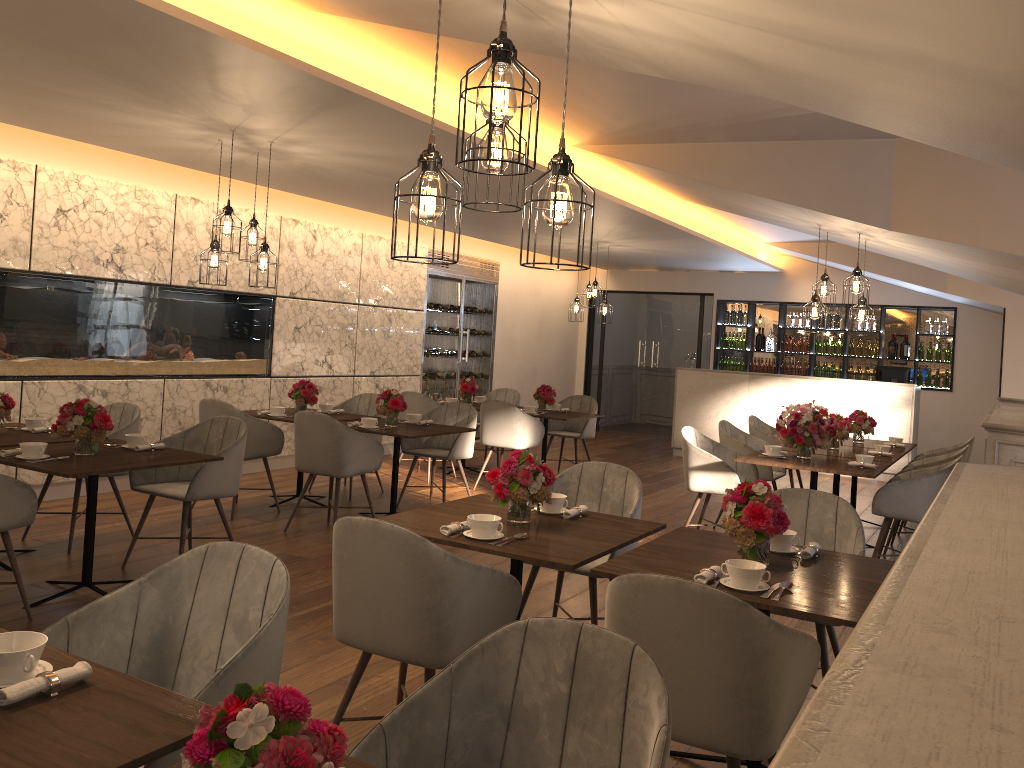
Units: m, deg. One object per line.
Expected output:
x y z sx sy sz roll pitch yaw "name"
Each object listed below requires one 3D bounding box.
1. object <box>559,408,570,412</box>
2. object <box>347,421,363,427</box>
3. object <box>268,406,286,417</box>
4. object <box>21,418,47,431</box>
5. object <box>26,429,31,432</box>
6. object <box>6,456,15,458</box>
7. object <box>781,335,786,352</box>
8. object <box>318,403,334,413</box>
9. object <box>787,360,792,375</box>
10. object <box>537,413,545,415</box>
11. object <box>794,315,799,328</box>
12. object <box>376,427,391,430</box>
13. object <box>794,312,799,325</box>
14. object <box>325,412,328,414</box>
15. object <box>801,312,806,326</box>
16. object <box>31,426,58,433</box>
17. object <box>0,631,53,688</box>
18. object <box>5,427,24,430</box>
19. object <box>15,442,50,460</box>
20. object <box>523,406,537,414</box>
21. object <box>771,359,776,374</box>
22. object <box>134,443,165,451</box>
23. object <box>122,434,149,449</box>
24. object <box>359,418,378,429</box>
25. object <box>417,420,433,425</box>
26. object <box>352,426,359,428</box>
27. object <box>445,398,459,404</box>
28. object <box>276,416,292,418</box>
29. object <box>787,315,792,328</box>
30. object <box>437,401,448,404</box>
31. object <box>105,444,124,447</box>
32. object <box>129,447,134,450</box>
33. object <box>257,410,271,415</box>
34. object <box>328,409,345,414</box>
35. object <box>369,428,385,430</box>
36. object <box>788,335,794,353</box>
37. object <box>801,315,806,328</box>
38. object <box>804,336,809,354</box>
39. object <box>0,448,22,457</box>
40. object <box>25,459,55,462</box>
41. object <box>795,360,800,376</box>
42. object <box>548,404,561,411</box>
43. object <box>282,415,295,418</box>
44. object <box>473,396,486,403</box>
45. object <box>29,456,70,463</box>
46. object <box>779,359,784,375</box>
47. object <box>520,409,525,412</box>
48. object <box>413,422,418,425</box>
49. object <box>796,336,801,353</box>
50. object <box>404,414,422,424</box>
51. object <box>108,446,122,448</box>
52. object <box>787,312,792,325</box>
0.545 0.270 9.199 0.056 0.039 0.175 5 3 29 "object"
-1.155 0.299 6.593 0.056 0.039 0.175 5 3 29 "object"
-1.853 0.219 6.991 0.148 0.072 0.148 3 2 -18 "object"
-2.854 0.244 5.302 0.148 0.072 0.148 4 2 7 "object"
-2.791 0.274 5.254 0.025 0.024 0.192 4 3 29 "object"
-2.391 0.344 4.347 0.025 0.024 0.192 4 3 29 "object"
4.035 -0.601 13.155 0.065 0.261 0.066 3 0 8 "object"
-1.583 0.207 7.538 0.148 0.072 0.148 3 2 -18 "object"
4.109 -0.230 13.098 0.065 0.261 0.066 3 0 8 "object"
0.284 0.293 8.669 0.043 0.015 0.197 5 3 26 "object"
4.194 -0.920 13.043 0.070 0.190 0.041 3 0 29 "object"
-0.949 0.328 6.497 0.043 0.015 0.197 5 3 26 "object"
4.196 -0.957 13.043 0.069 0.208 0.040 3 0 29 "object"
-1.521 0.238 7.491 0.025 0.024 0.192 4 3 29 "object"
4.284 -0.949 12.993 0.069 0.208 0.040 3 0 29 "object"
-2.756 0.269 5.245 0.056 0.039 0.175 5 3 29 "object"
-0.978 0.539 1.728 0.148 0.072 0.148 3 2 -3 "object"
-2.963 0.264 5.340 0.043 0.015 0.197 5 3 26 "object"
-2.325 0.327 4.300 0.148 0.072 0.148 4 2 7 "object"
0.178 0.255 8.708 0.148 0.072 0.148 3 2 -18 "object"
3.904 -0.248 13.215 0.065 0.261 0.066 3 0 8 "object"
-1.958 0.341 4.791 0.056 0.039 0.175 5 3 29 "object"
-2.056 0.315 4.847 0.148 0.072 0.148 4 2 7 "object"
-1.055 0.290 6.537 0.148 0.072 0.148 3 2 -18 "object"
-0.688 0.305 7.027 0.056 0.039 0.175 5 3 29 "object"
-1.121 0.308 6.584 0.025 0.024 0.192 4 3 29 "object"
-0.620 0.184 9.163 0.148 0.072 0.148 3 2 -18 "object"
-1.774 0.259 6.975 0.022 0.004 0.210 5 3 29 "object"
4.107 -0.928 13.093 0.070 0.190 0.041 3 0 29 "object"
-0.720 0.192 9.219 0.056 0.039 0.175 5 3 29 "object"
-2.166 0.335 4.886 0.043 0.015 0.197 5 3 26 "object"
-1.993 0.345 4.799 0.025 0.024 0.192 4 3 29 "object"
-1.953 0.227 7.047 0.056 0.039 0.175 5 3 29 "object"
-1.485 0.233 7.482 0.056 0.039 0.175 5 3 29 "object"
-0.977 0.331 6.521 0.022 0.004 0.210 5 3 29 "object"
4.131 -0.592 13.100 0.065 0.261 0.066 3 0 8 "object"
4.282 -0.913 12.993 0.070 0.190 0.041 3 0 29 "object"
4.323 -0.575 12.991 0.065 0.261 0.066 3 0 8 "object"
-2.425 0.335 4.356 0.056 0.039 0.175 5 3 29 "object"
-2.247 0.367 4.284 0.022 0.004 0.210 5 3 29 "object"
4.205 -0.221 13.043 0.065 0.261 0.066 3 0 8 "object"
0.447 0.244 9.255 0.148 0.072 0.148 2 3 -38 "object"
-1.747 0.256 6.952 0.043 0.015 0.197 5 3 26 "object"
-0.350 0.172 9.709 0.148 0.072 0.148 2 3 -38 "object"
-2.220 0.364 4.261 0.043 0.015 0.197 5 3 26 "object"
4.013 -0.238 13.152 0.065 0.261 0.066 3 0 8 "object"
0.078 0.264 8.764 0.056 0.039 0.175 5 3 29 "object"
-0.723 0.309 7.036 0.025 0.024 0.192 4 3 29 "object"
4.227 -0.583 13.046 0.065 0.261 0.066 3 0 8 "object"
-0.786 0.279 7.084 0.148 0.072 0.148 3 2 -18 "object"
-2.139 0.344 4.862 0.022 0.004 0.210 5 3 29 "object"
4.109 -0.965 13.093 0.069 0.208 0.040 3 0 29 "object"
